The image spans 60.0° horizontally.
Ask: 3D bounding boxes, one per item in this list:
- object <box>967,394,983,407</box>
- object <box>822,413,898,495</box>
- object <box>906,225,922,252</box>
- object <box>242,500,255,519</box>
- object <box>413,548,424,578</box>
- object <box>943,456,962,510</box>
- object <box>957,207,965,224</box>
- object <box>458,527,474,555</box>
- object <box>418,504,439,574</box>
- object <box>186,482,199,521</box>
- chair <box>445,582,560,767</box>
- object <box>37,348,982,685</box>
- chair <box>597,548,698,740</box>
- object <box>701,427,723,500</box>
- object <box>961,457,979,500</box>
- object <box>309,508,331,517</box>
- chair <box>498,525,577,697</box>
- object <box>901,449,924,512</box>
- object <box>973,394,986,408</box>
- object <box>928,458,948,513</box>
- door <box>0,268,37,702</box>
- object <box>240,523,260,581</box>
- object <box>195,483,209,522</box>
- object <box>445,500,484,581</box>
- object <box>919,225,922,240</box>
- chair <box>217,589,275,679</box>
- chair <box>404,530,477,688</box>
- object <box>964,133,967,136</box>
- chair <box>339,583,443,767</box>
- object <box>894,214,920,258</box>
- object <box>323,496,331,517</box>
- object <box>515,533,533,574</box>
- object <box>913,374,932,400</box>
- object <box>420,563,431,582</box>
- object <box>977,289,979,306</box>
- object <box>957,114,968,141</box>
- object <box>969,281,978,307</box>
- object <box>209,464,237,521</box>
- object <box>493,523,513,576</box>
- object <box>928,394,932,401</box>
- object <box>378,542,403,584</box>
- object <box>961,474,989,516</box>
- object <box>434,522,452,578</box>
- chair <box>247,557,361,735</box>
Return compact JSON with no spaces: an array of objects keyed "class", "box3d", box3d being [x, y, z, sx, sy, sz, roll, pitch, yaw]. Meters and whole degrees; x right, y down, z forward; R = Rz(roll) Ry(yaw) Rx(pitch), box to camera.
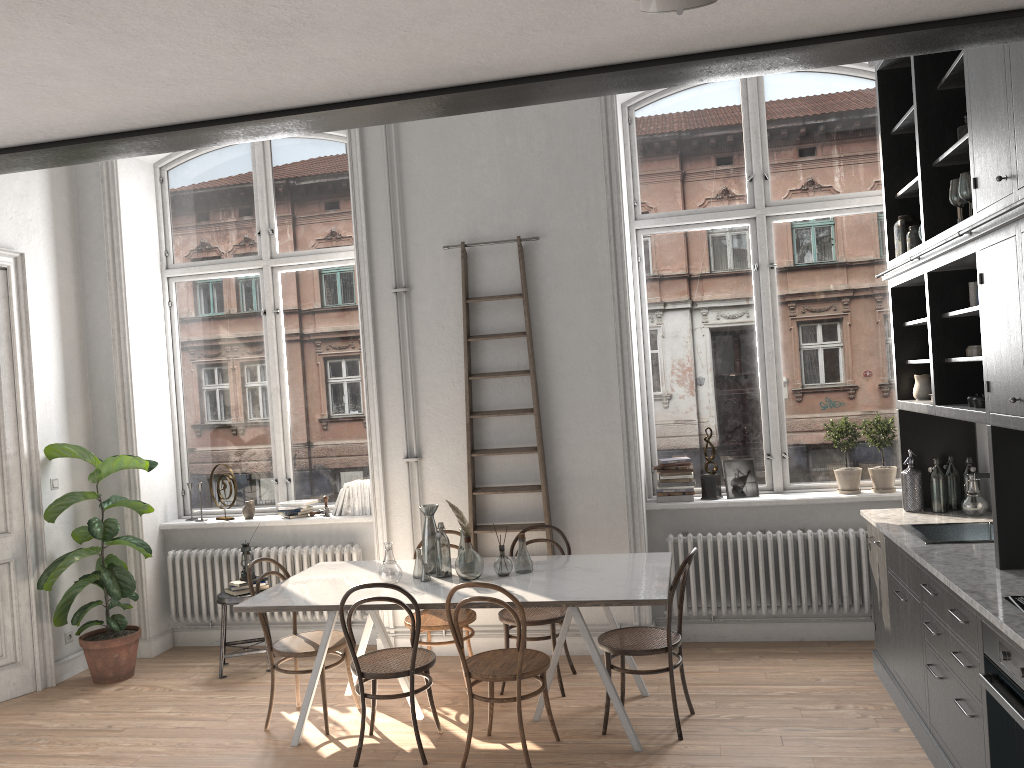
[{"class":"object","box3d":[2.105,0.073,4.002,0.088,0.059,0.104,-4,0,0]},{"class":"object","box3d":[2.309,0.455,5.849,0.500,0.524,0.234,-4,0,1]},{"class":"object","box3d":[2.217,-0.785,4.840,0.114,0.155,0.114,-4,0,15]},{"class":"object","box3d":[-1.988,0.945,6.693,0.100,0.142,0.102,-4,0,-14]},{"class":"object","box3d":[-0.518,1.002,4.960,0.083,0.158,0.083,-4,0,7]},{"class":"object","box3d":[2.484,0.556,5.004,0.086,0.301,0.086,-4,0,26]},{"class":"object","box3d":[2.121,-0.782,4.192,0.123,0.161,0.123,-4,0,20]},{"class":"object","box3d":[-0.260,0.935,4.982,0.098,0.255,0.100,-4,0,-12]},{"class":"object","box3d":[-0.463,0.885,5.062,0.116,0.383,0.116,-4,0,23]},{"class":"object","box3d":[-2.474,0.905,6.831,0.095,0.289,0.095,-3,1,43]},{"class":"chair","box3d":[-0.051,1.370,4.353,0.438,0.920,0.549,-4,0,22]},{"class":"object","box3d":[-0.354,0.928,5.319,5.828,1.842,0.792,-4,0,16]},{"class":"chair","box3d":[0.716,1.319,4.630,0.549,0.920,0.437,-4,0,24]},{"class":"object","box3d":[1.346,0.538,6.040,0.122,0.488,0.102,-4,1,36]},{"class":"object","box3d":[2.526,0.554,4.887,0.086,0.301,0.086,-4,0,-33]},{"class":"object","box3d":[-1.438,0.955,6.604,0.153,0.048,0.088,-4,0,-39]},{"class":"chair","box3d":[0.151,1.357,5.388,0.438,0.920,0.549,-4,0,18]},{"class":"object","box3d":[2.270,0.545,5.032,0.109,0.349,0.109,-4,0,-8]},{"class":"object","box3d":[2.075,0.075,3.893,0.088,0.059,0.104,-4,0,-10]},{"class":"object","box3d":[2.375,0.564,4.946,0.086,0.301,0.086,-4,0,-3]},{"class":"door","box3d":[-3.546,0.654,5.469,0.216,2.814,1.096,-4,1,36]},{"class":"object","box3d":[-1.818,1.160,6.151,0.163,0.383,0.154,-4,0,-15]},{"class":"object","box3d":[-2.370,0.898,6.751,0.095,0.289,0.095,-4,0,34]},{"class":"object","box3d":[-0.241,0.838,4.812,0.157,0.446,0.157,-4,0,29]},{"class":"object","box3d":[2.101,-0.878,4.437,0.134,0.357,0.134,-4,0,-34]},{"class":"chair","box3d":[-1.836,1.689,6.099,0.364,0.523,0.360,-4,0,-15]},{"class":"chair","box3d":[-0.426,1.396,5.424,0.438,0.920,0.549,-4,0,9]},{"class":"object","box3d":[2.138,-1.140,4.125,0.041,0.125,0.053,-4,0,-22]},{"class":"chair","box3d":[-0.616,1.408,4.504,0.438,0.920,0.549,-4,0,7]},{"class":"object","box3d":[2.223,-0.826,4.984,0.118,0.238,0.118,-4,0,-3]},{"class":"object","box3d":[-1.369,0.899,6.532,0.048,0.153,0.088,-4,0,-19]},{"class":"object","box3d":[0.060,0.935,4.911,0.101,0.212,0.101,-4,0,-39]},{"class":"object","box3d":[2.312,0.017,4.967,0.127,0.144,0.115,-4,0,-10]},{"class":"object","box3d":[-0.475,1.030,4.856,0.058,0.094,0.058,-4,0,40]},{"class":"object","box3d":[2.188,-0.394,4.100,0.140,0.093,0.082,-4,0,-24]},{"class":"object","box3d":[2.164,-1.180,4.209,0.084,0.199,0.065,-4,0,33]},{"class":"object","box3d":[2.214,-0.417,4.213,0.082,0.135,0.059,-4,0,-21]},{"class":"object","box3d":[-2.185,0.817,6.733,0.347,0.425,0.087,-4,0,44]},{"class":"object","box3d":[-0.055,0.907,4.857,0.107,0.283,0.106,-4,0,6]},{"class":"object","box3d":[2.354,0.069,4.800,0.180,0.037,0.180,-4,0,-4]},{"class":"object","box3d":[-0.670,0.981,4.861,0.132,0.219,0.132,-4,0,1]},{"class":"object","box3d":[2.484,0.596,4.768,0.132,0.219,0.120,-4,0,12]},{"class":"object","box3d":[-0.386,0.920,4.933,0.086,0.301,0.086,-4,0,-3]},{"class":"chair","box3d":[-1.185,1.447,5.036,0.549,0.920,0.437,-4,0,20]}]
